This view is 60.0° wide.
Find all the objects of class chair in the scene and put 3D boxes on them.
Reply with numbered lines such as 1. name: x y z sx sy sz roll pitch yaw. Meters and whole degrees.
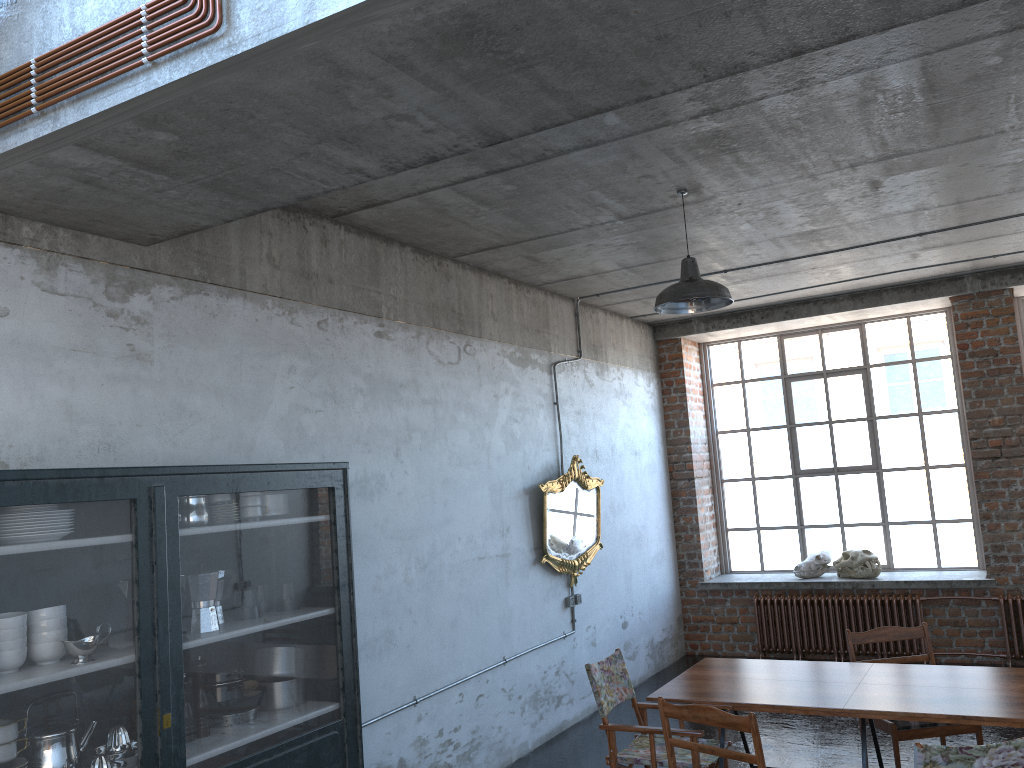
1. chair: 1.150 2.064 4.396 0.509 1.028 0.573 1 -8 -41
2. chair: 1.845 1.923 3.720 0.574 1.031 0.713 -4 -6 -1
3. chair: 2.562 2.098 5.629 0.573 1.028 0.509 -4 -6 -6
4. chair: 0.902 2.175 5.342 0.713 1.031 0.574 -8 -7 29

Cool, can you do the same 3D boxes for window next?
1. window: 9.196 1.676 7.532 19.864 12.900 0.747 -8 -7 29

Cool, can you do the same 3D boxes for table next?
1. table: 2.383 2.032 4.548 3.112 0.917 1.067 -8 -7 29

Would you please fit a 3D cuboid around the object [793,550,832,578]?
1. object: 3.391 2.032 9.979 0.575 0.281 0.281 0 -8 -34

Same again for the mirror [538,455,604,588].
1. mirror: 0.573 1.237 8.010 0.172 1.182 1.339 -8 -7 29

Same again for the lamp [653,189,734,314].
1. lamp: 1.110 -0.930 5.637 0.502 0.891 0.502 -8 -8 33

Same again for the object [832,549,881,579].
1. object: 3.747 1.963 9.707 0.418 0.305 0.625 -5 -6 3

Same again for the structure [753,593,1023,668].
1. structure: 4.994 2.381 8.543 5.349 0.713 0.232 -8 -7 29

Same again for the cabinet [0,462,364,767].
1. cabinet: -1.601 1.506 3.626 0.572 2.297 2.386 -8 -7 29
